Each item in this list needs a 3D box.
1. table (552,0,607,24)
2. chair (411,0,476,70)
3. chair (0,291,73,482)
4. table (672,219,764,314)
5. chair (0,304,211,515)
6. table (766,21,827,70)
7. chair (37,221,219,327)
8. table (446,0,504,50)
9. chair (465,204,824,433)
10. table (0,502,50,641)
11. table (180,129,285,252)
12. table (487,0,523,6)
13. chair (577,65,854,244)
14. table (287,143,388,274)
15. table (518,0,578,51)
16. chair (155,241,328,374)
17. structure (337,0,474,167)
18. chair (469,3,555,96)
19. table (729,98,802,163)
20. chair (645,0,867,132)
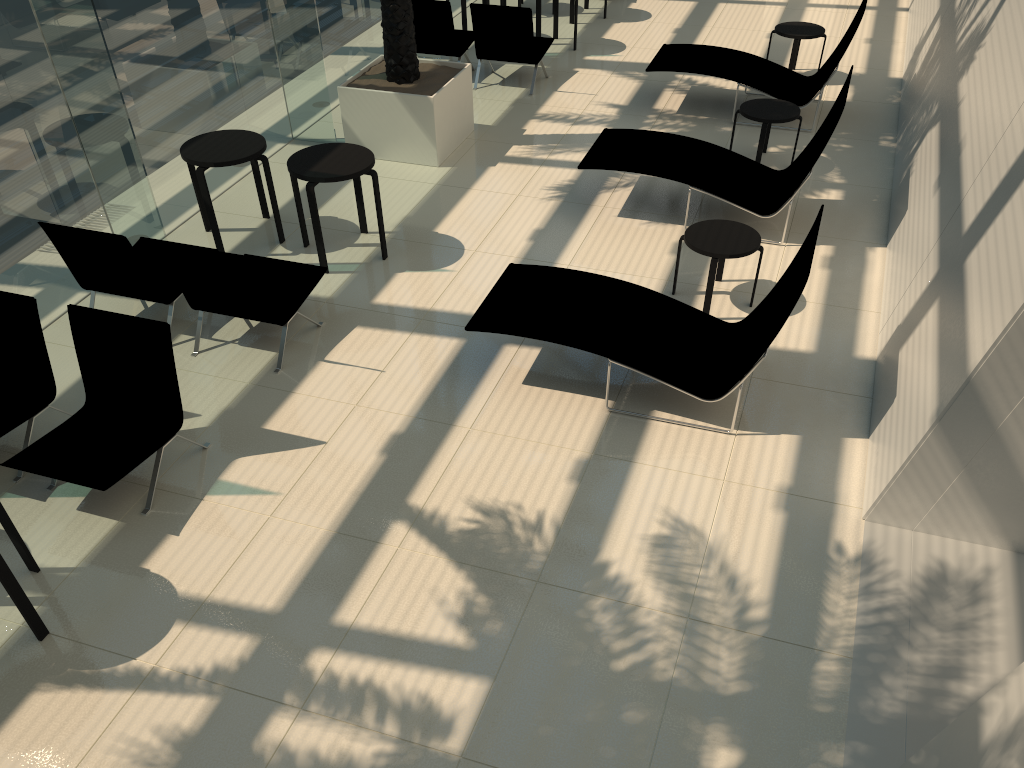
[{"bbox_3d":[0.922,-5.410,11.787,0.667,0.848,0.634,-20,44,-21],"label":"table"},{"bbox_3d":[-0.862,-4.107,10.175,0.709,0.965,0.819,12,42,15],"label":"chair"},{"bbox_3d":[-3.294,0.035,5.279,0.709,0.965,0.819,12,42,15],"label":"chair"},{"bbox_3d":[1.543,-0.865,6.555,0.543,0.562,0.516,-20,44,-21],"label":"table"},{"bbox_3d":[-2.412,0.202,5.058,0.709,0.965,0.819,12,42,15],"label":"chair"},{"bbox_3d":[3.253,-3.796,10.020,0.540,0.562,0.519,-23,45,-24],"label":"table"},{"bbox_3d":[-2.725,-0.915,6.401,0.709,0.965,0.819,12,42,15],"label":"chair"},{"bbox_3d":[-0.472,-4.783,11.070,0.662,0.848,0.638,-23,45,-24],"label":"table"},{"bbox_3d":[0.796,-0.551,5.643,2.018,1.257,0.851,11,42,14],"label":"chair"},{"bbox_3d":[-2.767,0.914,4.311,0.670,0.848,0.630,-16,43,-17],"label":"table"},{"bbox_3d":[-2.326,-1.604,7.312,0.662,0.848,0.638,-23,45,-24],"label":"table"},{"bbox_3d":[0.005,-5.584,12.017,0.667,0.848,0.634,-20,44,-21],"label":"table"},{"bbox_3d":[1.664,-2.039,7.401,2.018,1.257,0.851,11,42,14],"label":"chair"},{"bbox_3d":[-1.409,-1.431,7.083,0.662,0.848,0.638,-23,45,-24],"label":"table"},{"bbox_3d":[0.445,-4.609,10.840,0.662,0.848,0.638,-23,45,-24],"label":"table"},{"bbox_3d":[-1.843,-0.748,6.180,0.709,0.965,0.819,12,42,15],"label":"chair"},{"bbox_3d":[-1.150,-5.309,6.434,4.803,7.616,4.082,8,41,10],"label":"structure"},{"bbox_3d":[0.020,-3.940,9.954,0.709,0.965,0.819,12,42,15],"label":"chair"},{"bbox_3d":[2.411,-2.353,8.314,0.543,0.562,0.516,-20,44,-21],"label":"table"},{"bbox_3d":[2.506,-3.481,9.107,2.018,1.257,0.851,11,42,14],"label":"chair"}]
